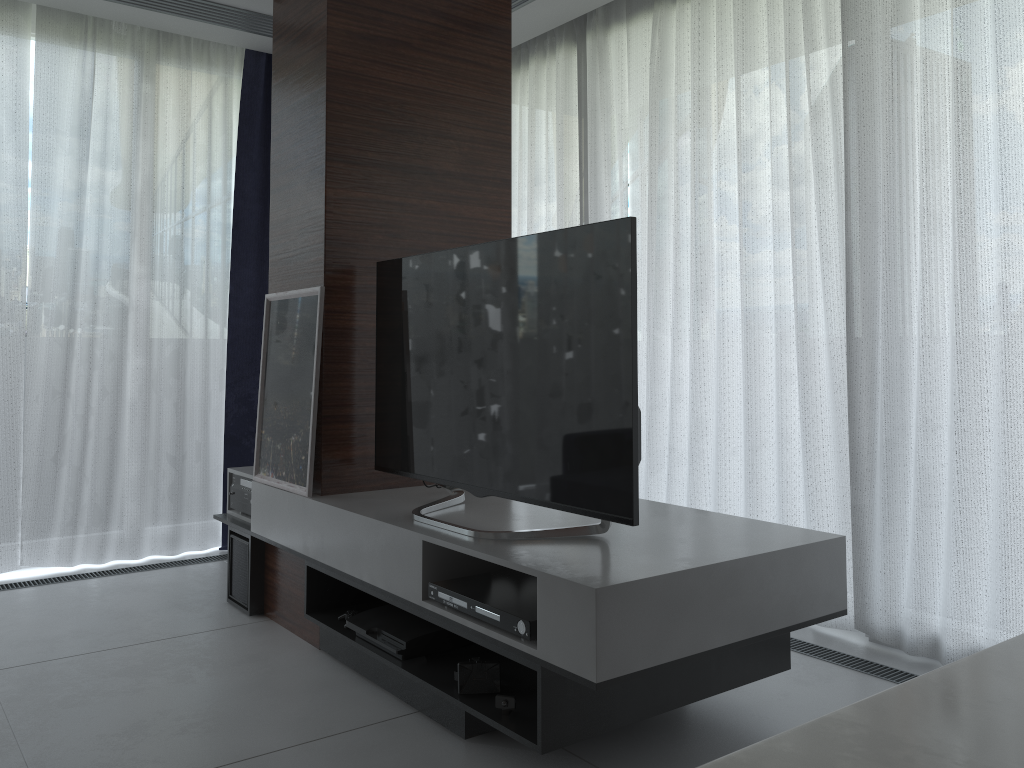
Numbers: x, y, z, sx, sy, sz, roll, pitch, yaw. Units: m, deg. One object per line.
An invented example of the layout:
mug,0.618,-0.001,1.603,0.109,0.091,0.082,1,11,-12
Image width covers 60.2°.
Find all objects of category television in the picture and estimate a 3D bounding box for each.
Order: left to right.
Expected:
television,-0.072,-0.006,2.509,0.297,0.789,1.229,2,-1,-37

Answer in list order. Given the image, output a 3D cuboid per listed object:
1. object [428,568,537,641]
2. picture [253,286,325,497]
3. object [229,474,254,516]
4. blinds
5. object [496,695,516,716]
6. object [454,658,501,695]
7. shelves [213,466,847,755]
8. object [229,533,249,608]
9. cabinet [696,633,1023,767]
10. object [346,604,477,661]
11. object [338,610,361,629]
object,0.044,0.543,2.220,0.335,0.053,0.430,-1,2,-37
picture,-0.803,0.016,3.149,0.053,0.703,0.499,2,-3,-37
object,-0.923,0.450,3.623,0.368,0.151,0.369,-1,1,-37
blinds,-1.579,-0.450,1.111,7.131,2.782,5.792,-1,1,-33
object,-0.011,0.755,2.076,0.043,0.043,0.044,1,-1,-36
object,-0.090,0.732,2.283,0.117,0.079,0.183,0,1,-7
shelves,-0.183,0.624,2.964,0.872,0.501,2.347,0,2,-37
object,-0.950,0.717,3.472,0.254,0.252,0.213,1,-1,-37
cabinet,0.345,-0.310,0.181,3.332,2.562,0.784,0,-2,-37
object,-0.282,0.725,2.628,0.313,0.067,0.314,-1,2,-37
object,-0.503,0.736,2.780,0.070,0.036,0.112,0,1,-24
